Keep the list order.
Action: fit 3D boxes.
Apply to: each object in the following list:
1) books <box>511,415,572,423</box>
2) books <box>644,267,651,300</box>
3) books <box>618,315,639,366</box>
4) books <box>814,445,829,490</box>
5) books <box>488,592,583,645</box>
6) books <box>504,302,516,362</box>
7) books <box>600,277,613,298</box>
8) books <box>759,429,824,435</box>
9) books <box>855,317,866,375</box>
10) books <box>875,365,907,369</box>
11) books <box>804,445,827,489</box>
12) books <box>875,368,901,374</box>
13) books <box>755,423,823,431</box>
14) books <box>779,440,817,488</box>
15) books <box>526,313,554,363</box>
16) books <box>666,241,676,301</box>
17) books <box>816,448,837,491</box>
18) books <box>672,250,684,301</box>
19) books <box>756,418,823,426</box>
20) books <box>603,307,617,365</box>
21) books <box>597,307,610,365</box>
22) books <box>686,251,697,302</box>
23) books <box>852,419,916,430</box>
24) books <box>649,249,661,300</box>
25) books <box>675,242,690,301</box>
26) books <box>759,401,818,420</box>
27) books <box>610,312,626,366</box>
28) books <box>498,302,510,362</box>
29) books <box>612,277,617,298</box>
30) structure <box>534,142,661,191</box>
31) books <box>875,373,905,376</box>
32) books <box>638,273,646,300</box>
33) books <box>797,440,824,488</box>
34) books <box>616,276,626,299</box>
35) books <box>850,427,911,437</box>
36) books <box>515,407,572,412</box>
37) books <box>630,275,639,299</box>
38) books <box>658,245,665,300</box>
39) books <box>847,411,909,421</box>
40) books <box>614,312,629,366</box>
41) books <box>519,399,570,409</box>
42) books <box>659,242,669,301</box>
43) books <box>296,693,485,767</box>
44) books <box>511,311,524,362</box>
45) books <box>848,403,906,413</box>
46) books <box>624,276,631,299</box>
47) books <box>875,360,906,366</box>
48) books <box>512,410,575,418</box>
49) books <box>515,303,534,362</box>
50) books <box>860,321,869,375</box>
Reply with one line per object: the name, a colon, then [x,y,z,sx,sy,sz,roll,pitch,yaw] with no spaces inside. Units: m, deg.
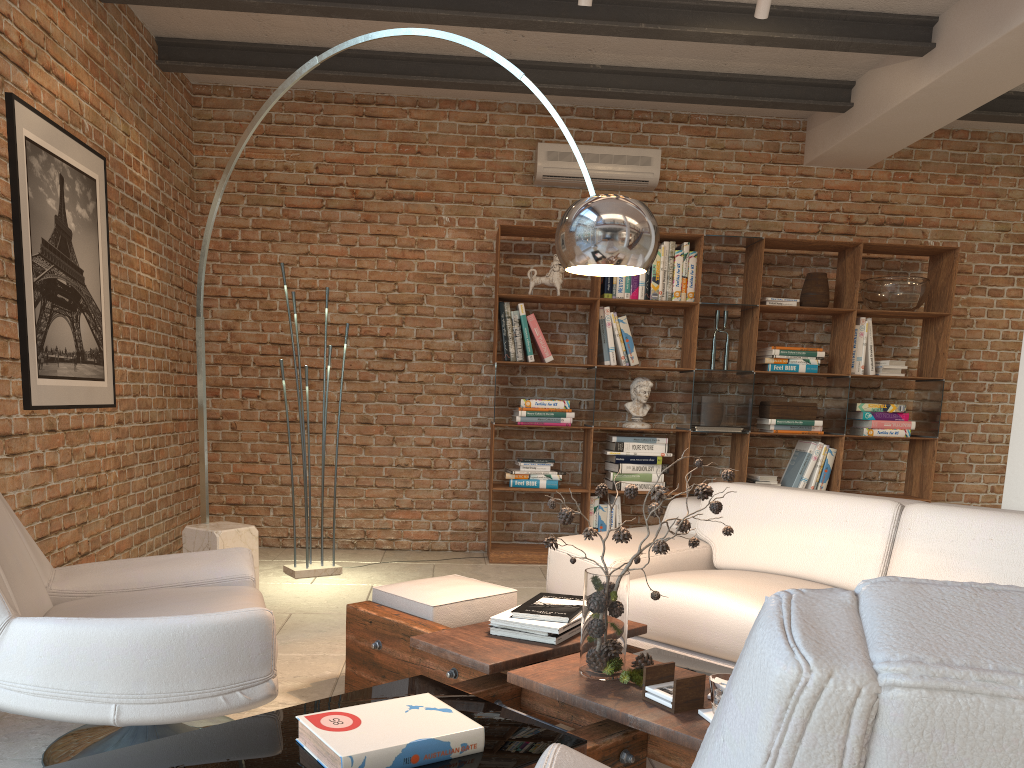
books: [0.198,0.240,5.913,0.380,0.037,0.241,2,-1,-9]
books: [0.881,-0.738,5.810,0.036,0.391,0.239,1,6,-4]
books: [0.761,-0.282,5.872,0.158,0.335,0.249,1,6,-4]
books: [2.112,0.597,6.127,0.098,0.361,0.266,1,6,-4]
books: [0.117,0.731,2.755,0.249,0.075,0.397,2,-1,28]
books: [-0.022,-0.339,5.821,0.091,0.392,0.239,1,7,-4]
books: [0.625,-0.719,5.806,0.055,0.336,0.249,1,6,-4]
books: [1.939,0.331,6.063,0.356,0.021,0.268,2,-1,-6]
books: [2.336,-0.253,5.982,0.036,0.391,0.239,1,6,-4]
books: [2.599,-0.113,6.026,0.171,0.019,0.233,2,-1,-1]
books: [2.092,0.593,6.115,0.098,0.361,0.266,1,6,-4]
books: [2.591,-0.087,6.025,0.132,0.034,0.203,2,-1,6]
books: [1.925,0.302,6.071,0.380,0.037,0.241,2,-1,-9]
books: [1.997,0.582,6.121,0.163,0.379,0.239,1,6,-4]
books: [0.175,-0.298,5.853,0.195,0.325,0.249,1,5,-4]
books: [1.032,-0.733,5.822,0.036,0.391,0.239,1,6,-4]
books: [2.157,0.606,6.117,0.116,0.340,0.249,1,6,-4]
books: [1.078,-0.703,5.824,0.055,0.336,0.249,1,6,-4]
books: [1.914,0.264,6.030,0.380,0.037,0.241,2,-1,-6]
books: [0.639,-0.312,5.854,0.103,0.391,0.239,1,6,-4]
books: [0.600,-0.314,5.874,0.101,0.391,0.239,1,6,-4]
books: [1.173,-0.700,5.853,0.055,0.336,0.249,1,6,-4]
books: [2.597,0.282,6.099,0.327,0.057,0.251,2,-1,-9]
books: [0.928,-0.709,5.804,0.055,0.336,0.249,1,6,-4]
books: [1.126,-0.729,5.829,0.036,0.391,0.239,1,6,-4]
books: [1.905,0.185,6.025,0.335,0.121,0.210,2,2,-4]
books: [0.691,-0.293,5.871,0.125,0.355,0.266,1,6,-4]
books: [-0.059,-0.339,5.811,0.091,0.392,0.239,1,7,-4]
books: [0.664,-0.732,5.805,0.021,0.366,0.266,1,6,-4]
structure: [0.563,-1.437,5.786,0.813,0.223,0.196,2,5,-4]
books: [2.596,-0.060,6.044,0.171,0.019,0.233,2,-1,4]
books: [0.845,-0.739,5.798,0.036,0.391,0.239,1,6,-4]
books: [2.040,0.583,6.100,0.161,0.380,0.239,1,6,-4]
books: [0.704,-0.717,5.793,0.055,0.336,0.249,1,6,-4]
books: [2.570,0.338,6.106,0.326,0.056,0.251,2,-1,-2]
books: [0.208,0.175,5.916,0.356,0.021,0.268,2,-1,-6]
books: [0.796,-0.713,5.818,0.055,0.336,0.249,1,6,-4]
books: [0.966,-0.721,5.819,0.021,0.366,0.266,1,6,-4]
books: [2.554,0.224,6.097,0.326,0.056,0.251,2,-1,-4]
books: [0.712,-0.292,5.881,0.125,0.355,0.266,1,6,-4]
books: [0.217,0.136,5.908,0.326,0.056,0.251,2,-1,-2]
books: [0.994,-0.734,5.832,0.036,0.391,0.239,1,6,-4]
books: [-0.264,0.755,1.880,0.326,0.057,0.252,2,-1,-34]
books: [0.027,-0.311,5.848,0.102,0.340,0.249,1,6,-4]
books: [2.539,0.167,6.086,0.326,0.056,0.251,2,-1,6]
books: [0.751,-0.743,5.796,0.036,0.391,0.239,1,6,-4]
books: [2.592,-0.140,6.016,0.132,0.034,0.203,2,-1,-14]
books: [0.210,0.203,5.901,0.380,0.037,0.241,2,-1,-11]
books: [0.086,-0.333,5.817,0.121,0.388,0.239,1,6,-4]
books: [2.363,-0.239,5.996,0.021,0.366,0.266,1,6,-4]
